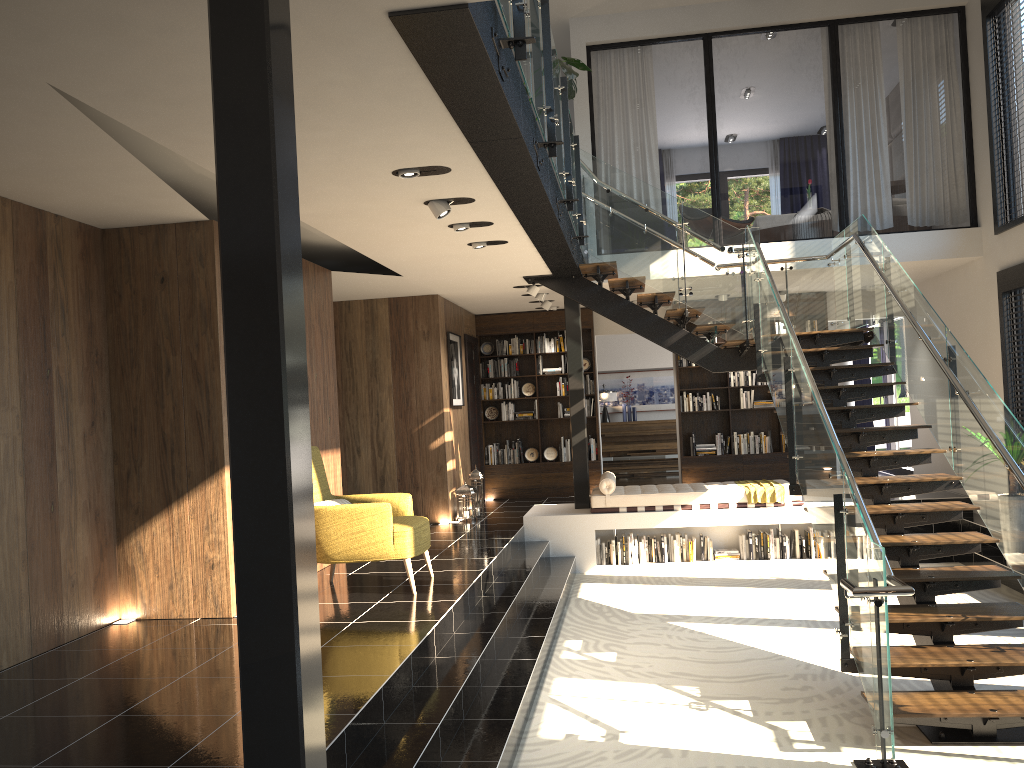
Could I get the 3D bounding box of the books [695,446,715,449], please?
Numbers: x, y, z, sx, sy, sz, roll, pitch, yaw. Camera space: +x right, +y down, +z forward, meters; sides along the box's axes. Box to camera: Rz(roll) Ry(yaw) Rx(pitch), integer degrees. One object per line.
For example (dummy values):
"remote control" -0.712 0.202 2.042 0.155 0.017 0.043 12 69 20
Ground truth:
"books" 2.738 0.893 12.564 0.271 0.025 0.156 -3 -2 9

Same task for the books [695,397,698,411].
"books" 2.605 0.286 12.553 0.024 0.197 0.173 -3 -1 8

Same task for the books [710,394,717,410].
"books" 2.842 0.253 12.515 0.070 0.236 0.206 -3 -1 8

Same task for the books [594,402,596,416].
"books" 1.194 0.360 12.754 0.021 0.204 0.169 -3 -1 8

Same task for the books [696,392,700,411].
"books" 2.630 0.247 12.553 0.029 0.272 0.152 -3 -1 8

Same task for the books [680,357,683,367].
"books" 2.401 -0.325 12.578 0.037 0.177 0.109 -3 -1 8

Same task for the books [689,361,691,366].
"books" 2.512 -0.327 12.558 0.030 0.168 0.125 -3 -1 8

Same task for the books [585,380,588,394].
"books" 1.071 0.046 12.728 0.020 0.209 0.147 -3 -1 8

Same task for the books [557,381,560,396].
"books" 0.673 0.068 12.817 0.033 0.211 0.132 -3 -1 8

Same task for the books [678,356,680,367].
"books" 2.368 -0.341 12.592 0.030 0.212 0.127 -3 -1 8

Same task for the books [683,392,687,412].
"books" 2.448 0.252 12.570 0.028 0.282 0.169 -3 -1 8

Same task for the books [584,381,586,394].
"books" 1.051 0.057 12.749 0.026 0.190 0.121 -3 -1 8

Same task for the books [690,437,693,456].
"books" 2.548 0.886 12.592 0.025 0.270 0.156 -3 -1 8

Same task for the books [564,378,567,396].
"books" 0.778 0.040 12.766 0.021 0.253 0.167 -3 -1 8

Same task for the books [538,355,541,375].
"books" 0.407 -0.270 12.878 0.027 0.279 0.166 -3 -1 8

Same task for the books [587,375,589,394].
"books" 1.090 0.011 12.741 0.018 0.278 0.114 -3 -1 8

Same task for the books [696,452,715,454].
"books" 2.740 0.973 12.551 0.258 0.024 0.167 -3 -2 9

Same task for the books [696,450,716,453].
"books" 2.741 0.948 12.564 0.271 0.025 0.156 -3 -2 9

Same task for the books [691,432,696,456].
"books" 2.567 0.849 12.545 0.028 0.340 0.203 -3 -1 8

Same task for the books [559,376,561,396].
"books" 0.699 0.032 12.806 0.025 0.280 0.145 -3 -1 8

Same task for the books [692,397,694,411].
"books" 2.556 0.284 12.568 0.022 0.207 0.130 -3 -1 8

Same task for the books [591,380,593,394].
"books" 1.146 0.047 12.729 0.023 0.200 0.121 -3 -1 8

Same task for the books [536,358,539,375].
"books" 0.384 -0.250 12.908 0.028 0.242 0.194 -3 -1 8

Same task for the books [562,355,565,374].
"books" 0.745 -0.282 12.832 0.023 0.264 0.219 -3 -1 8

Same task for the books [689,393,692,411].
"books" 2.527 0.260 12.559 0.029 0.258 0.181 -3 -1 8

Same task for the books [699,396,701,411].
"books" 2.658 0.274 12.563 0.021 0.216 0.170 -3 -1 8

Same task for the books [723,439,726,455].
"books" 2.996 0.891 12.534 0.023 0.212 0.123 -3 -1 8

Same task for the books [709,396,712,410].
"books" 2.800 0.272 12.539 0.030 0.205 0.170 -3 -1 8

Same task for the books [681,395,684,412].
"books" 2.426 0.277 12.607 0.028 0.237 0.134 -3 -1 8

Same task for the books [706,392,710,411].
"books" 2.767 0.247 12.519 0.029 0.256 0.167 -3 -1 8

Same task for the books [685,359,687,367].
"books" 2.459 -0.343 12.579 0.021 0.207 0.102 -3 -1 8

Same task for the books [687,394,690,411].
"books" 2.504 0.268 12.580 0.023 0.245 0.159 -3 -1 8

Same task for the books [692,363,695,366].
"books" 2.564 -0.368 12.560 0.034 0.245 0.127 -3 -1 8

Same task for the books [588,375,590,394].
"books" 1.105 0.009 12.720 0.016 0.278 0.202 -3 -1 8

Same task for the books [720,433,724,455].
"books" 2.962 0.847 12.518 0.036 0.302 0.186 -3 -1 8

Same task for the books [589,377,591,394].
"books" 1.126 0.025 12.740 0.018 0.246 0.144 -3 -1 8

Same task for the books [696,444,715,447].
"books" 2.735 0.868 12.554 0.257 0.024 0.167 -3 -2 8

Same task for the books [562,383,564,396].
"books" 0.745 0.079 12.786 0.028 0.180 0.130 -3 -1 8

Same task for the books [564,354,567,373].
"books" 0.778 -0.295 12.812 0.049 0.286 0.259 -3 -1 8

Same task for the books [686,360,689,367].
"books" 2.483 -0.368 12.575 0.029 0.254 0.128 -3 -1 8

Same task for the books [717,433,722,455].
"books" 2.929 0.845 12.527 0.031 0.310 0.169 -3 -1 8

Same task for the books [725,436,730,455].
"books" 3.041 0.866 12.512 0.075 0.254 0.181 -3 -1 8

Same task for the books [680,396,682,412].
"books" 2.399 0.283 12.606 0.025 0.227 0.156 -3 -1 8

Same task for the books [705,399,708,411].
"books" 2.745 0.292 12.544 0.027 0.171 0.146 -3 -1 8

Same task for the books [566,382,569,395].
"books" 0.806 0.066 12.784 0.026 0.200 0.154 -3 -1 8

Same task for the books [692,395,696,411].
"books" 2.580 0.273 12.564 0.028 0.227 0.136 -3 -1 8

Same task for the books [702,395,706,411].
"books" 2.714 0.268 12.537 0.030 0.221 0.190 -3 -1 8

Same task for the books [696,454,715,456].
"books" 2.744 0.998 12.567 0.247 0.026 0.148 -3 -2 7

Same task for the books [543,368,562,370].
"books" 0.591 -0.214 12.877 0.264 0.021 0.189 -3 -2 6

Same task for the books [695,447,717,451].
"books" 2.737 0.920 12.550 0.287 0.030 0.176 -3 -2 5

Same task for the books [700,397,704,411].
"books" 2.685 0.284 12.553 0.033 0.193 0.172 -3 -1 8

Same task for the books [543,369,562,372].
"books" 0.592 -0.189 12.868 0.266 0.030 0.209 -3 -2 8

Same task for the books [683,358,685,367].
"books" 2.434 -0.353 12.588 0.030 0.230 0.103 -3 -1 8

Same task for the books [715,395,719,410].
"books" 2.892 0.264 12.510 0.028 0.210 0.169 -3 -1 8

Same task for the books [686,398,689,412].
"books" 2.478 0.292 12.564 0.028 0.199 0.175 -3 -1 8

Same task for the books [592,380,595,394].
"books" 1.168 0.047 12.710 0.026 0.196 0.170 -3 -1 8

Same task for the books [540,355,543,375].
"books" 0.429 -0.271 12.881 0.016 0.278 0.209 -3 -1 8

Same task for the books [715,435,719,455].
"books" 2.896 0.859 12.513 0.030 0.284 0.177 -3 -1 8

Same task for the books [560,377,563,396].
"books" 0.719 0.034 12.785 0.019 0.272 0.175 -3 -1 8

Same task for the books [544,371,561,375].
"books" 0.595 -0.157 12.881 0.239 0.033 0.176 -3 -1 5
